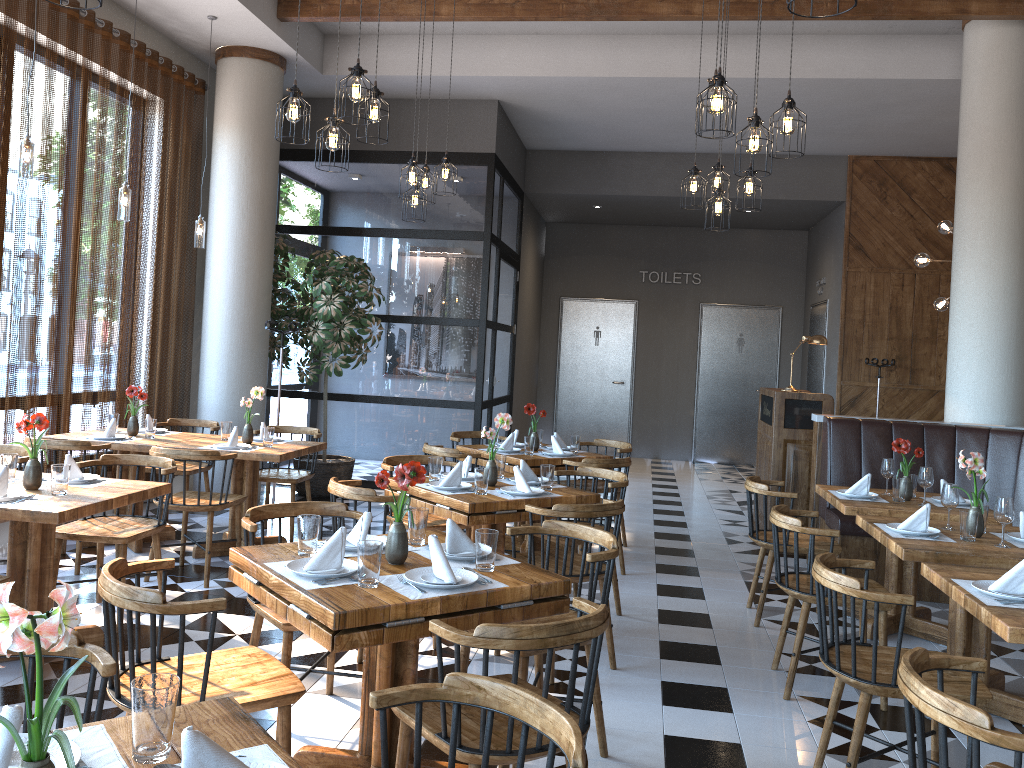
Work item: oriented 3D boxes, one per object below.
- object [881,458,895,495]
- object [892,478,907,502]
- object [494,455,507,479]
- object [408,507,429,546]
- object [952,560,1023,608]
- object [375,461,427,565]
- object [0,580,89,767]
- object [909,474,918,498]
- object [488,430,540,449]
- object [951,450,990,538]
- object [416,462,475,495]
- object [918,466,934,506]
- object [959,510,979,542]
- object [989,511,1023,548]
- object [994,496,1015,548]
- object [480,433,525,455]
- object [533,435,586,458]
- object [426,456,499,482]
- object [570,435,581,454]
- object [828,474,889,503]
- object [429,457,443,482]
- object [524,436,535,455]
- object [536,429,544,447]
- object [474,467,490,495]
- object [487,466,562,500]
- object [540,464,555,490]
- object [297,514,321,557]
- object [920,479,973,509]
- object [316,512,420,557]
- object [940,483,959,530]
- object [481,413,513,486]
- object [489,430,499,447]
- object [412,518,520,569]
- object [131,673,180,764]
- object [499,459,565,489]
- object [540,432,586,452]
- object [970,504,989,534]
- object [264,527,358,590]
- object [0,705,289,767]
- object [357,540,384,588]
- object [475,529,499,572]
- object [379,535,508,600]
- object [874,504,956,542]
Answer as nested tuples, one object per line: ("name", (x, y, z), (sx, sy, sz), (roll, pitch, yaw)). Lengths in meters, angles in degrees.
("object", (2.265, 0.558, 5.344), (0.081, 0.215, 0.081), (3, 0, 0))
("object", (2.216, 0.607, 5.070), (0.080, 0.132, 0.080), (3, 0, -6))
("object", (-0.075, 0.481, 5.145), (0.080, 0.132, 0.080), (3, 0, 24))
("object", (-0.353, 0.532, 3.307), (0.080, 0.132, 0.080), (3, 0, 14))
("object", (1.700, 0.650, 3.020), (0.272, 0.137, 0.352), (3, 2, 9))
("object", (-0.374, 0.431, 2.965), (0.156, 0.355, 0.171), (3, 0, -26))
("object", (-0.666, 0.456, 1.202), (0.207, 0.400, 0.146), (3, 0, 28))
("object", (2.375, 0.608, 5.284), (0.080, 0.132, 0.080), (3, 0, 9))
("object", (0.006, 0.419, 6.920), (0.352, 0.137, 0.273), (2, 2, -36))
("object", (2.116, 0.503, 4.089), (0.146, 0.400, 0.206), (3, 0, 16))
("object", (-0.323, 0.481, 4.683), (0.271, 0.137, 0.352), (2, 2, -36))
("object", (2.320, 0.575, 4.973), (0.081, 0.215, 0.081), (3, 0, 40))
("object", (2.050, 0.637, 3.979), (0.080, 0.132, 0.080), (3, 0, -6))
("object", (2.384, 0.651, 4.028), (0.272, 0.137, 0.352), (3, 2, 9))
("object", (2.154, 0.605, 3.881), (0.081, 0.215, 0.081), (3, 0, 40))
("object", (-0.044, 0.430, 6.546), (0.271, 0.137, 0.352), (2, 2, -36))
("object", (0.330, 0.452, 6.492), (0.352, 0.137, 0.273), (2, 2, -36))
("object", (-0.273, 0.471, 5.058), (0.352, 0.137, 0.273), (2, 2, -36))
("object", (0.473, 0.456, 6.667), (0.080, 0.132, 0.080), (3, 0, 34))
("object", (2.031, 0.590, 5.202), (0.272, 0.137, 0.352), (3, 2, 9))
("object", (-0.423, 0.471, 4.886), (0.080, 0.132, 0.080), (3, 0, 24))
("object", (0.126, 0.447, 6.396), (0.080, 0.132, 0.080), (3, 0, 24))
("object", (0.208, 0.429, 7.007), (0.080, 0.132, 0.080), (3, 0, 34))
("object", (-0.156, 0.498, 4.534), (0.080, 0.132, 0.080), (3, 0, 24))
("object", (0.051, 0.504, 4.629), (0.352, 0.137, 0.273), (2, 2, -36))
("object", (0.191, 0.507, 4.805), (0.080, 0.132, 0.080), (3, 0, 24))
("object", (-0.702, 0.522, 3.048), (0.080, 0.132, 0.080), (3, 0, 14))
("object", (2.548, 0.621, 5.114), (0.272, 0.137, 0.352), (3, 2, 9))
("object", (-0.549, 0.522, 3.215), (0.352, 0.137, 0.273), (2, 2, -36))
("object", (2.100, 0.589, 4.253), (0.081, 0.215, 0.081), (3, 0, 0))
("object", (-0.086, 0.357, 4.831), (0.146, 0.400, 0.206), (3, 0, 20))
("object", (-0.141, 0.420, 6.747), (0.080, 0.132, 0.080), (3, 0, -16))
("object", (-0.175, 0.544, 3.161), (0.271, 0.137, 0.352), (2, 2, -36))
("object", (-0.621, 0.581, 1.536), (0.080, 0.132, 0.080), (3, 0, -26))
("object", (0.102, 0.493, 5.004), (0.271, 0.137, 0.352), (2, 2, -36))
("object", (0.381, 0.441, 6.867), (0.271, 0.137, 0.352), (2, 2, -36))
("object", (2.210, 0.638, 4.193), (0.080, 0.132, 0.080), (3, 0, 9))
("object", (-0.599, 0.532, 2.841), (0.271, 0.137, 0.352), (2, 2, -36))
("object", (-0.638, 0.583, 1.387), (0.581, 0.137, 0.578), (2, 2, -36))
("object", (-0.434, 0.549, 2.696), (0.080, 0.132, 0.080), (3, 0, 24))
("object", (-0.088, 0.558, 2.967), (0.080, 0.132, 0.080), (3, 0, 14))
("object", (-0.225, 0.555, 2.787), (0.352, 0.137, 0.273), (2, 2, -36))
("object", (1.866, 0.620, 4.116), (0.272, 0.137, 0.352), (3, 2, 9))
